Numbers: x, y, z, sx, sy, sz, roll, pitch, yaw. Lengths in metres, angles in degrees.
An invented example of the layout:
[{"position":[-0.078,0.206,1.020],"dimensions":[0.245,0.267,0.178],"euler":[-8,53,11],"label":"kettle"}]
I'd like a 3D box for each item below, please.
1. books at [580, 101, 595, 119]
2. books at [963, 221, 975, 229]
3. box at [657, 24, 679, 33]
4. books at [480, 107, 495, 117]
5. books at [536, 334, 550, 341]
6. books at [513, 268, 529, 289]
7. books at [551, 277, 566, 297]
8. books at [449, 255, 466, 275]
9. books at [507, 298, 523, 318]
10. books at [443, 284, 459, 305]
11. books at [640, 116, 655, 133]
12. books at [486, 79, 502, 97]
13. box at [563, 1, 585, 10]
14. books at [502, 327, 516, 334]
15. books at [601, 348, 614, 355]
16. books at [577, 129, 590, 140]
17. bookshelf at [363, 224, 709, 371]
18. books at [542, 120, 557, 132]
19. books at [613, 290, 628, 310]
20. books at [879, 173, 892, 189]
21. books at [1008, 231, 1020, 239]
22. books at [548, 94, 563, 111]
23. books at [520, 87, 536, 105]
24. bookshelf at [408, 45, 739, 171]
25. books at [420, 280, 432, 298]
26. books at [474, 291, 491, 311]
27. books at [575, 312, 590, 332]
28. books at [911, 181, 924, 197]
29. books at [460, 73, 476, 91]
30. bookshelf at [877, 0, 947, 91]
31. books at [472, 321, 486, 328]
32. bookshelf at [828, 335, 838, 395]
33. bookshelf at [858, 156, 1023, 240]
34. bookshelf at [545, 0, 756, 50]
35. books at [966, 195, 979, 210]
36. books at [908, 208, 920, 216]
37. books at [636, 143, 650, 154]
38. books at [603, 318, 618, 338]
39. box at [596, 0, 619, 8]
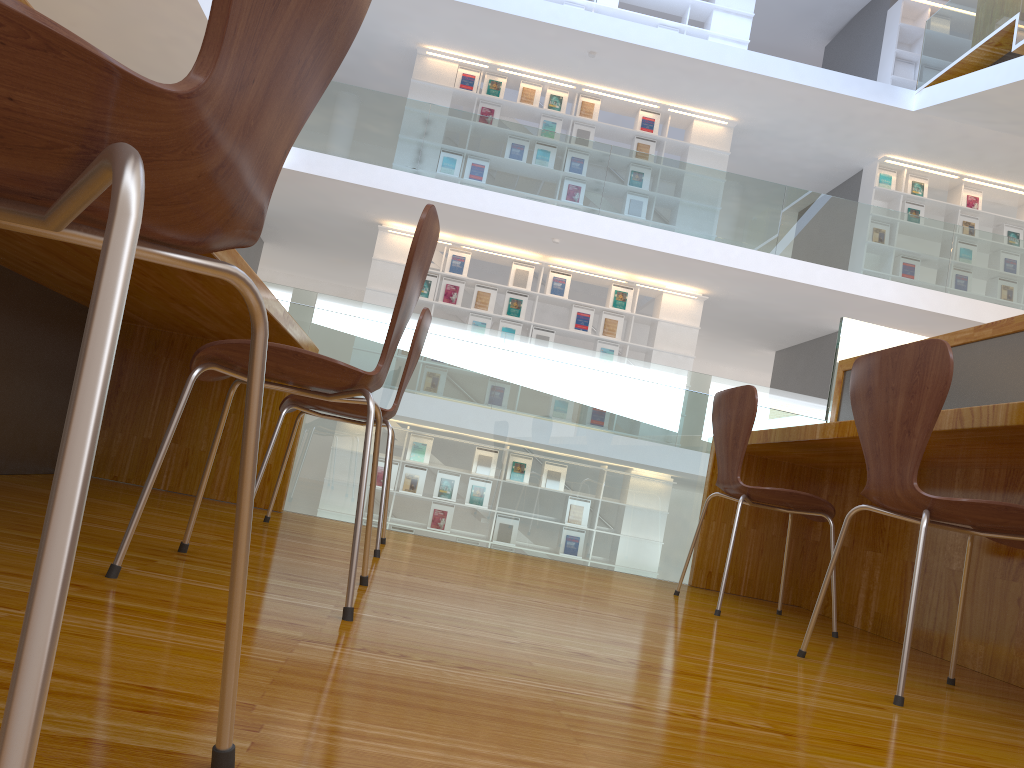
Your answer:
[{"position":[0.841,-3.062,9.940],"dimensions":[0.145,0.210,0.037],"euler":[12,-6,-5],"label":"books"},{"position":[5.331,-1.794,10.356],"dimensions":[0.145,0.210,0.037],"euler":[12,-6,-5],"label":"books"},{"position":[1.762,-3.943,10.225],"dimensions":[0.245,0.296,0.274],"euler":[12,-6,-5],"label":"box"},{"position":[-0.282,-2.956,9.812],"dimensions":[0.145,0.210,0.037],"euler":[12,-6,-5],"label":"books"},{"position":[0.320,-0.424,9.634],"dimensions":[0.145,0.210,0.037],"euler":[12,-6,-5],"label":"books"},{"position":[0.098,-1.147,9.678],"dimensions":[0.145,0.210,0.037],"euler":[12,-6,-5],"label":"books"},{"position":[0.508,-1.064,9.714],"dimensions":[0.145,0.210,0.037],"euler":[12,-6,-5],"label":"books"},{"position":[-0.593,-1.290,9.619],"dimensions":[0.145,0.210,0.037],"euler":[12,-6,-5],"label":"books"},{"position":[0.028,-0.826,9.641],"dimensions":[0.145,0.210,0.037],"euler":[12,-6,-5],"label":"books"},{"position":[-0.658,-0.968,9.585],"dimensions":[0.145,0.210,0.037],"euler":[12,-6,-5],"label":"books"},{"position":[1.528,-2.906,9.998],"dimensions":[0.145,0.210,0.037],"euler":[12,-6,-5],"label":"books"},{"position":[-0.200,-3.272,9.847],"dimensions":[0.145,0.210,0.037],"euler":[12,-6,-5],"label":"books"},{"position":[0.676,-4.167,10.132],"dimensions":[0.245,0.296,0.274],"euler":[12,-6,-5],"label":"box"},{"position":[-0.050,-0.507,9.605],"dimensions":[0.145,0.210,0.037],"euler":[12,-6,-5],"label":"books"},{"position":[1.031,-0.283,9.695],"dimensions":[0.145,0.210,0.037],"euler":[12,-6,-5],"label":"books"},{"position":[0.789,-2.737,9.901],"dimensions":[0.145,0.210,0.037],"euler":[12,-6,-5],"label":"books"},{"position":[0.180,-0.467,9.728],"dimensions":[3.666,1.836,0.498],"euler":[12,-6,-5],"label":"bookshelf"},{"position":[0.408,-2.826,9.869],"dimensions":[0.145,0.210,0.037],"euler":[12,-6,-5],"label":"books"},{"position":[1.192,-0.922,9.773],"dimensions":[0.145,0.210,0.037],"euler":[12,-6,-5],"label":"books"},{"position":[4.339,-2.341,10.306],"dimensions":[0.145,0.210,0.037],"euler":[12,-6,-5],"label":"books"},{"position":[5.883,-1.685,10.408],"dimensions":[0.145,0.210,0.037],"euler":[12,-6,-5],"label":"books"},{"position":[0.483,-3.128,9.909],"dimensions":[0.145,0.210,0.037],"euler":[12,-6,-5],"label":"books"},{"position":[0.176,-3.199,9.883],"dimensions":[0.145,0.210,0.037],"euler":[12,-6,-5],"label":"books"},{"position":[0.571,-2.463,9.957],"dimensions":[3.666,1.836,0.498],"euler":[12,-6,-5],"label":"bookshelf"},{"position":[-0.956,-1.025,9.560],"dimensions":[0.145,0.210,0.037],"euler":[12,-6,-5],"label":"books"},{"position":[-0.319,-0.897,9.614],"dimensions":[0.145,0.210,0.037],"euler":[12,-6,-5],"label":"books"},{"position":[0.771,-0.676,9.708],"dimensions":[0.145,0.210,0.037],"euler":[12,-6,-5],"label":"books"},{"position":[4.730,-2.257,10.340],"dimensions":[0.145,0.210,0.037],"euler":[12,-6,-5],"label":"books"},{"position":[-0.494,-3.334,9.825],"dimensions":[0.145,0.210,0.037],"euler":[12,-6,-5],"label":"books"},{"position":[5.898,-3.413,10.606],"dimensions":[2.984,1.836,0.498],"euler":[12,-6,-5],"label":"bookshelf"},{"position":[-0.367,-0.570,9.575],"dimensions":[0.145,0.210,0.037],"euler":[12,-6,-5],"label":"books"},{"position":[5.123,0.548,10.151],"dimensions":[2.984,1.836,0.498],"euler":[12,-6,-5],"label":"bookshelf"},{"position":[5.513,-1.448,10.381],"dimensions":[2.984,1.836,0.498],"euler":[12,-6,-5],"label":"bookshelf"},{"position":[0.955,-4.428,10.183],"dimensions":[3.666,1.836,0.498],"euler":[12,-6,-5],"label":"bookshelf"},{"position":[5.398,-2.104,10.396],"dimensions":[0.145,0.210,0.037],"euler":[12,-6,-5],"label":"books"},{"position":[4.662,-1.933,10.299],"dimensions":[0.145,0.210,0.037],"euler":[12,-6,-5],"label":"books"},{"position":[1.468,-2.599,9.963],"dimensions":[0.145,0.210,0.037],"euler":[12,-6,-5],"label":"books"},{"position":[1.079,-0.610,9.734],"dimensions":[0.145,0.210,0.037],"euler":[12,-6,-5],"label":"books"},{"position":[1.096,-4.414,10.199],"dimensions":[0.245,0.296,0.274],"euler":[12,-6,-5],"label":"box"}]
